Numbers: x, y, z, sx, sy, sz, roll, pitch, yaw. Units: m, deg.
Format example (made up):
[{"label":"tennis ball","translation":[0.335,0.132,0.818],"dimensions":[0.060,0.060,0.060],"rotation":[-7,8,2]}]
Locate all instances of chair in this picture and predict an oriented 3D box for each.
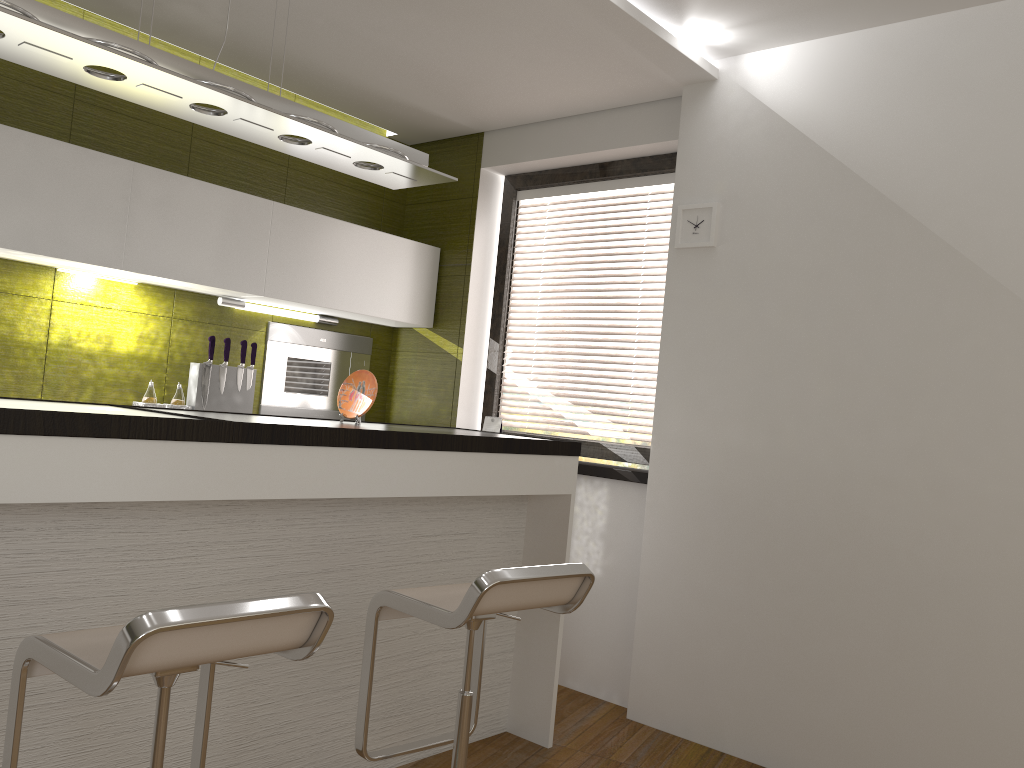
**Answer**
[{"label":"chair","translation":[-0.658,0.789,1.648],"dimensions":[0.460,0.857,0.418],"rotation":[4,-2,41]},{"label":"chair","translation":[-0.111,0.860,2.290],"dimensions":[0.418,0.857,0.460],"rotation":[7,-2,-44]}]

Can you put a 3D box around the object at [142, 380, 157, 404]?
[{"label":"object","translation":[-1.555,0.042,3.810],"dimensions":[0.059,0.121,0.059],"rotation":[6,-2,-3]}]

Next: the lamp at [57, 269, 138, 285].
[{"label":"lamp","translation":[-1.740,-0.450,3.734],"dimensions":[0.008,0.008,0.334],"rotation":[4,-2,41]}]

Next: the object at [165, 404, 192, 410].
[{"label":"object","translation":[-1.480,0.108,3.922],"dimensions":[0.107,0.032,0.107],"rotation":[7,-2,-38]}]

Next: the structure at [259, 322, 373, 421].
[{"label":"structure","translation":[-1.001,-0.045,4.609],"dimensions":[0.015,0.469,0.663],"rotation":[4,-2,41]}]

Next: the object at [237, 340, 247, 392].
[{"label":"object","translation":[-1.253,-0.084,4.101],"dimensions":[0.013,0.243,0.036],"rotation":[4,-2,41]}]

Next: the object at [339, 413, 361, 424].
[{"label":"object","translation":[-0.551,0.074,3.136],"dimensions":[0.088,0.131,0.072],"rotation":[4,-2,36]}]

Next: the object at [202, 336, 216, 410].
[{"label":"object","translation":[-1.366,-0.050,3.972],"dimensions":[0.013,0.339,0.046],"rotation":[4,-2,41]}]

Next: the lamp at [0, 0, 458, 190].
[{"label":"lamp","translation":[-0.818,-1.106,2.493],"dimensions":[0.326,0.683,1.677],"rotation":[4,-2,41]}]

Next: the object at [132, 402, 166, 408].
[{"label":"object","translation":[-1.560,0.097,3.809],"dimensions":[0.107,0.032,0.107],"rotation":[4,-2,41]}]

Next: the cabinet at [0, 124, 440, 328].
[{"label":"cabinet","translation":[-1.776,0.124,3.579],"dimensions":[0.724,2.089,3.471],"rotation":[4,-2,41]}]

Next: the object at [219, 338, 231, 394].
[{"label":"object","translation":[-1.311,-0.081,4.033],"dimensions":[0.013,0.264,0.042],"rotation":[4,-2,41]}]

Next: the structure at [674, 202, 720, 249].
[{"label":"structure","translation":[0.761,-0.650,3.650],"dimensions":[0.180,0.180,0.026],"rotation":[4,-2,41]}]

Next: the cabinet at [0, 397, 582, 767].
[{"label":"cabinet","translation":[-0.996,0.641,2.404],"dimensions":[0.663,1.134,2.947],"rotation":[4,-2,41]}]

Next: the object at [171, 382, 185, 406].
[{"label":"object","translation":[-1.475,0.053,3.923],"dimensions":[0.059,0.121,0.059],"rotation":[5,-2,8]}]

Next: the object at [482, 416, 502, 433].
[{"label":"object","translation":[-0.101,0.252,4.474],"dimensions":[0.106,0.169,0.057],"rotation":[4,-2,35]}]

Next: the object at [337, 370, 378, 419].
[{"label":"object","translation":[-0.547,0.036,3.139],"dimensions":[0.184,0.178,0.055],"rotation":[4,-2,37]}]

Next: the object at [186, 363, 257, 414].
[{"label":"object","translation":[-1.334,0.029,4.077],"dimensions":[0.107,0.227,0.293],"rotation":[4,-2,41]}]

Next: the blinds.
[{"label":"blinds","translation":[0.334,-2.769,8.575],"dimensions":[16.000,12.704,9.030],"rotation":[6,-2,-10]}]

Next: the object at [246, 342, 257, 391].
[{"label":"object","translation":[-1.220,-0.081,4.139],"dimensions":[0.013,0.231,0.040],"rotation":[4,-2,41]}]

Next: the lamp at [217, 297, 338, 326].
[{"label":"lamp","translation":[-1.136,-0.354,4.375],"dimensions":[0.095,0.041,0.716],"rotation":[4,-2,40]}]
